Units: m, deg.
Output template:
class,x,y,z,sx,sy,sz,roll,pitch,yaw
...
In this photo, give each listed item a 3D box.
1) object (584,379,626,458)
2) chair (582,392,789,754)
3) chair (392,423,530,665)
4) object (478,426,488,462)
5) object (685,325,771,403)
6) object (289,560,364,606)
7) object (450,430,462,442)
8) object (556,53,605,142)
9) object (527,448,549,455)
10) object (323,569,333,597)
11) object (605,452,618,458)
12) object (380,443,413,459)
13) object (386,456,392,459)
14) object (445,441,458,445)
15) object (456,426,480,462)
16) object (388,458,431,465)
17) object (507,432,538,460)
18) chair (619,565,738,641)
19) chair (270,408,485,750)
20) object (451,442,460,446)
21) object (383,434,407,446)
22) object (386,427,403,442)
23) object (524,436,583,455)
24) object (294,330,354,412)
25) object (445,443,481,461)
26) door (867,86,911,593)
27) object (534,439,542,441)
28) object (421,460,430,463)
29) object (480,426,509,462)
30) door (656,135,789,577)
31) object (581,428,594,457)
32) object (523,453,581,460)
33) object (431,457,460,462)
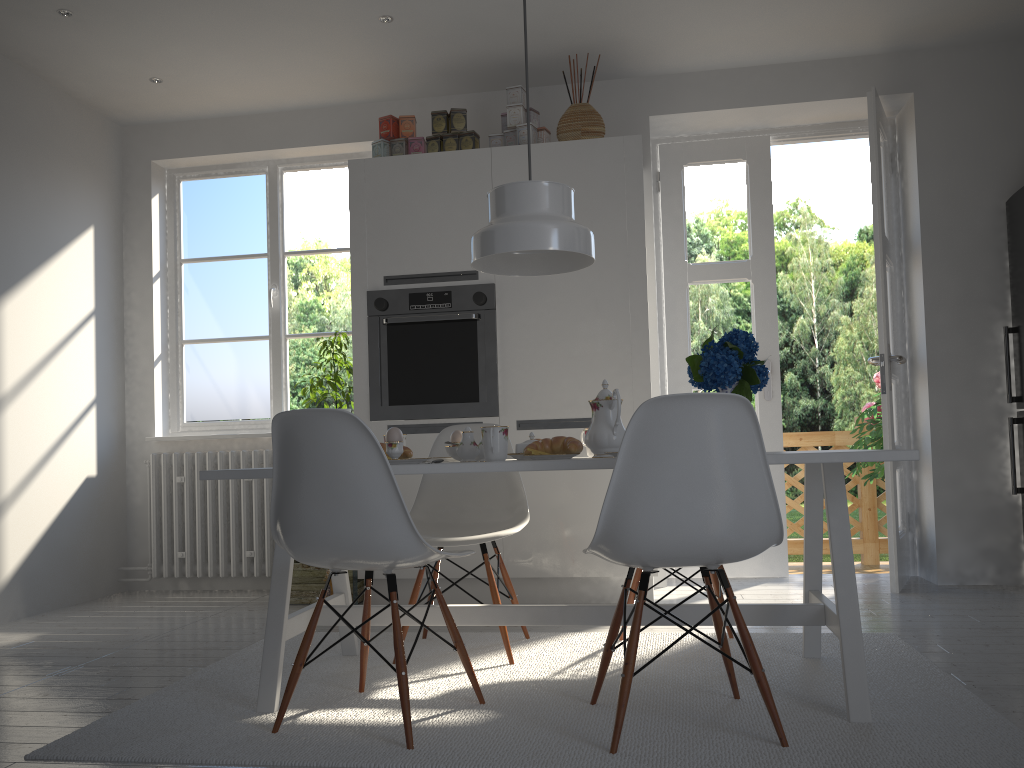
class,x,y,z,sx,sy,sz,roll,pitch,yaw
object,0.278,0.100,2.592,0.140,0.230,0.149,-3,-3,27
chair,0.408,0.438,2.163,0.465,0.799,0.543,-2,-3,-2
chair,-0.173,0.532,3.123,0.465,0.799,0.543,-2,-3,8
object,-0.072,0.174,2.566,0.065,0.102,0.069,-2,-3,9
object,0.622,0.014,2.550,0.236,0.376,0.266,-2,-3,11
object,-0.884,0.949,4.315,0.373,0.203,0.320,-2,-4,9
object,-0.179,0.183,2.913,0.048,0.063,0.048,-2,-3,13
object,0.314,-1.297,4.101,0.229,0.451,0.091,-2,-2,10
object,0.090,0.191,2.413,0.070,0.036,0.109,-3,-4,17
object,-0.820,0.896,4.071,0.065,0.266,0.065,0,-3,-39
object,0.342,0.185,2.328,0.201,0.016,0.201,-3,-5,14
object,-0.383,0.201,2.619,0.161,0.057,0.124,0,-5,-26
object,-0.374,0.217,2.567,0.070,0.036,0.109,1,-5,-33
object,-0.140,0.184,2.625,0.138,0.032,0.031,1,-5,-36
object,-0.125,0.172,2.526,0.065,0.102,0.069,-2,-3,9
object,-0.320,0.213,2.423,0.201,0.016,0.201,-4,-5,24
object,0.060,0.184,2.640,0.140,0.083,0.187,-2,-4,9
chair,0.558,0.500,3.007,0.465,0.799,0.543,-2,-3,3
chair,-0.359,0.472,2.293,0.465,0.799,0.543,-3,-3,23
object,-0.178,0.220,2.912,0.048,0.057,0.048,1,-4,-40
object,-0.385,0.215,2.928,0.078,0.095,0.091,-2,-3,-4
object,-0.322,0.149,2.426,0.048,0.063,0.048,-2,-3,13
object,0.123,0.173,2.453,0.161,0.057,0.124,-4,-4,24
object,-0.961,-0.012,4.722,0.374,0.529,0.328,-2,-3,0
object,-0.123,0.206,2.680,0.158,0.058,0.158,-2,-4,-1
door,1.839,-0.199,4.312,0.157,2.323,0.602,-3,-3,29
object,0.110,0.202,2.819,0.124,0.057,0.161,0,-5,-26
object,-0.288,0.254,2.931,0.032,0.011,0.140,-2,-4,6
object,-0.050,0.163,2.396,0.091,0.095,0.078,1,-5,-44
door,1.109,-0.145,4.716,0.602,2.323,0.157,-2,-2,9
object,0.269,0.193,2.904,0.091,0.095,0.078,-2,-3,7
object,0.110,0.201,2.441,0.158,0.016,0.158,-3,-5,19
object,-0.177,0.247,2.911,0.201,0.016,0.201,1,-6,-36
